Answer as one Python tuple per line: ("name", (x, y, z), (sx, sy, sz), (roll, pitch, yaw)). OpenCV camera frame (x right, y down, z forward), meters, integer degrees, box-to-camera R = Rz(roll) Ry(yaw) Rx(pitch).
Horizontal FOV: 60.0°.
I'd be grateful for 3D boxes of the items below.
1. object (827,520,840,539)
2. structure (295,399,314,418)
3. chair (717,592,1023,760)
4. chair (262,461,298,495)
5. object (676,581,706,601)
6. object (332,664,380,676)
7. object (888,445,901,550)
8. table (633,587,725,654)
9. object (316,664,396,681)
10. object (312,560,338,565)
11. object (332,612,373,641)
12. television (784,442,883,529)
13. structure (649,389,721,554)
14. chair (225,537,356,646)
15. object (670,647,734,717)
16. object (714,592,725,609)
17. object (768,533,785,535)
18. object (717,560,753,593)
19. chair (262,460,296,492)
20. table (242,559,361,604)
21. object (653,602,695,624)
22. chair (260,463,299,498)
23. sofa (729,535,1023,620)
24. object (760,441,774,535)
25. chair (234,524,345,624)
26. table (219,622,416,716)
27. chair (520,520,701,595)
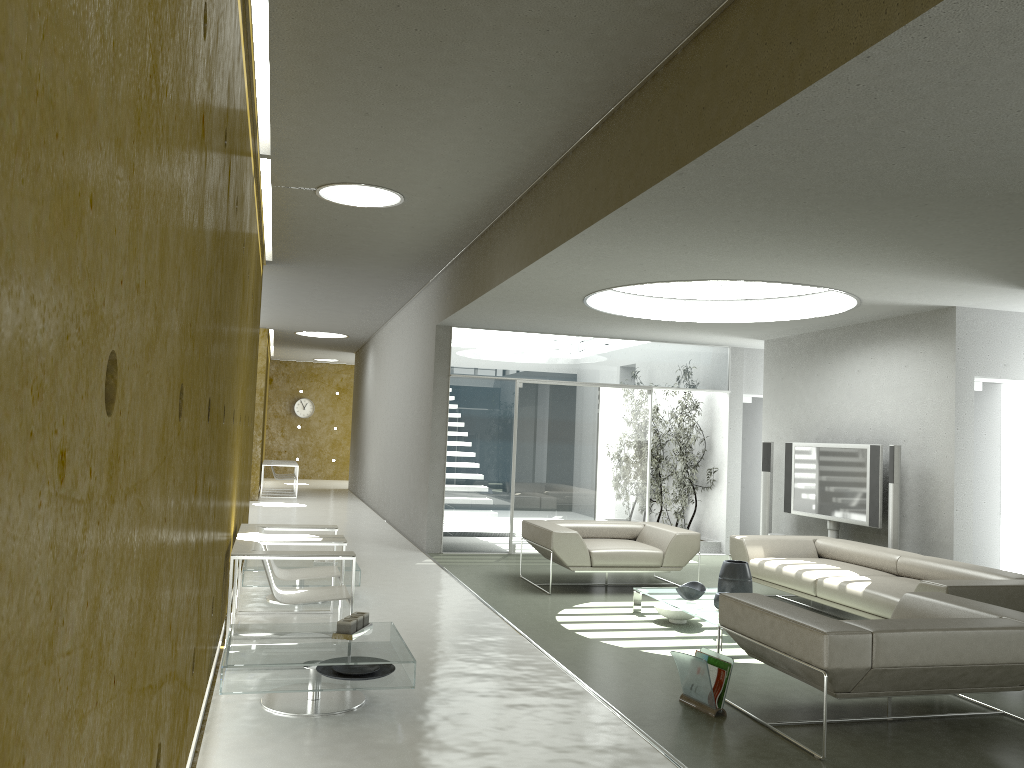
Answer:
("object", (3.193, 1.728, 8.982), (0.323, 0.689, 0.882), (3, -4, -15))
("structure", (-5.806, 0.679, 24.794), (0.547, 0.539, 0.016), (3, -4, -15))
("chair", (1.989, 1.471, 4.680), (1.481, 0.583, 1.039), (3, -4, -15))
("chair", (-4.987, 2.013, 19.012), (0.710, 0.667, 0.800), (3, -4, -15))
("object", (1.382, 1.607, 6.857), (0.223, 0.125, 0.317), (1, -4, 22))
("object", (-0.786, 1.440, 4.466), (0.239, 0.027, 0.239), (2, -3, 2))
("object", (3.423, 1.282, 7.934), (0.310, 1.469, 0.310), (5, -4, -38))
("table", (1.575, 1.769, 6.708), (0.790, 0.200, 1.500), (3, -4, -15))
("object", (-0.786, 1.443, 4.466), (0.394, 0.027, 0.394), (4, -4, -32))
("object", (-1.535, 1.461, 7.273), (0.197, 0.029, 0.189), (3, -4, -15))
("object", (-0.862, 1.306, 4.822), (0.118, 0.097, 0.326), (2, -4, 10))
("television", (3.275, 0.998, 9.040), (0.127, 0.781, 1.603), (3, -4, -15))
("structure", (2.052, 0.979, 13.105), (0.646, 2.589, 3.371), (3, -4, -15))
("chair", (-1.384, 1.343, 5.531), (0.710, 0.667, 0.800), (3, -4, -15))
("object", (1.006, 1.581, 4.725), (0.216, 0.288, 0.329), (4, -4, -25))
("object", (1.571, 1.600, 6.509), (0.177, 0.113, 0.177), (5, -4, -34))
("object", (2.881, 1.871, 9.677), (0.175, 0.461, 0.185), (4, -4, -20))
("object", (1.724, 1.527, 6.848), (0.265, 0.309, 0.265), (4, -4, -32))
("chair", (-5.208, 2.054, 19.839), (0.710, 0.667, 0.800), (3, -4, -15))
("table", (-1.753, 1.621, 7.342), (0.900, 0.300, 0.900), (3, -4, -15))
("object", (1.306, 1.812, 6.981), (0.387, 0.124, 0.387), (6, -5, -43))
("chair", (-4.766, 1.972, 18.186), (0.710, 0.667, 0.800), (3, -4, -15))
("sofa", (2.857, 1.648, 7.053), (1.037, 0.585, 2.791), (3, -4, -15))
("object", (2.910, 1.393, 10.112), (0.310, 1.469, 0.310), (2, -4, 12))
("chair", (-1.604, 1.384, 6.357), (0.710, 0.667, 0.800), (3, -4, -15))
("table", (-1.018, 1.485, 4.593), (0.900, 0.300, 0.900), (3, -4, -15))
("chair", (0.932, 1.667, 8.635), (1.481, 0.583, 1.039), (3, -4, -15))
